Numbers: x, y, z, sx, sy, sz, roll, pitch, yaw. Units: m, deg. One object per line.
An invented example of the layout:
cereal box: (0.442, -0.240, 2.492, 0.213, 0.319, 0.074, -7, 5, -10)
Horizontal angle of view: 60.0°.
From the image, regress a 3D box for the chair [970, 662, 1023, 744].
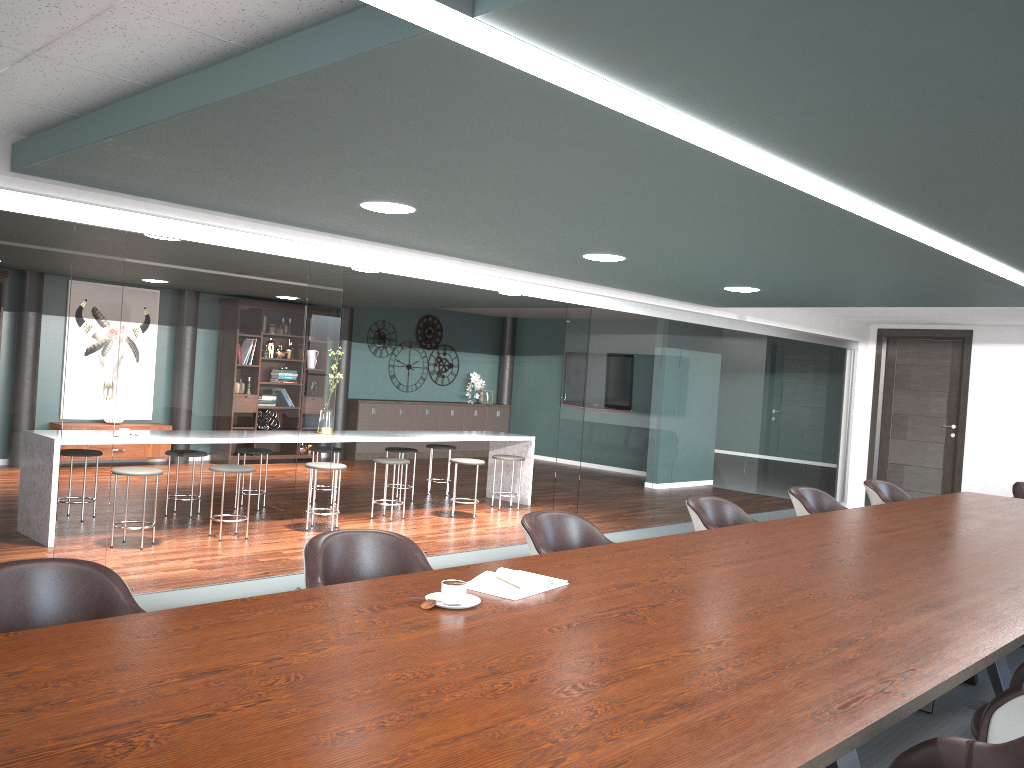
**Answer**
chair: (1.511, 1.017, 2.381, 0.523, 0.761, 0.533, 4, 1, 20)

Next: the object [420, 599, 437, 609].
object: (-0.213, 0.561, 2.262, 0.044, 0.021, 0.041, 4, 1, 36)

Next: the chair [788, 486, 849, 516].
chair: (1.845, 1.008, 5.148, 0.523, 0.761, 0.533, 4, 1, 25)

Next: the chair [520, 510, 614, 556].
chair: (0.265, 0.917, 3.516, 0.535, 0.761, 0.518, 3, 1, -40)

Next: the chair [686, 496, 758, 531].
chair: (1.096, 0.965, 4.381, 0.535, 0.761, 0.518, 3, 1, -40)

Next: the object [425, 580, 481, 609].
object: (-0.154, 0.548, 2.322, 0.146, 0.056, 0.146, 4, 1, -22)

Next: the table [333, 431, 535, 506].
table: (-1.592, 0.774, 7.554, 0.609, 0.699, 4.577, 5, 1, 44)

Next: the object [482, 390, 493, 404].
object: (-0.384, 0.208, 13.875, 0.174, 0.207, 0.042, 4, 1, -27)

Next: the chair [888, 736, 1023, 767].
chair: (0.791, 0.975, 1.630, 0.523, 0.761, 0.533, 4, 1, 25)

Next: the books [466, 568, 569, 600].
books: (0.016, 0.568, 2.568, 0.180, 0.032, 0.285, 4, 1, 34)

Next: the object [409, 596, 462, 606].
object: (-0.199, 0.563, 2.289, 0.155, 0.012, 0.034, 4, 1, 21)

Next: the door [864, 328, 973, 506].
door: (4.624, 0.445, 10.081, 1.038, 2.130, 0.139, 5, 1, 44)

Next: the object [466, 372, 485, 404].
object: (-0.553, 0.056, 13.797, 0.221, 0.495, 0.600, 4, 1, 18)

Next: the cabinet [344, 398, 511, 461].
cabinet: (-4.444, 0.490, 9.828, 0.402, 0.820, 12.287, 5, 1, 44)

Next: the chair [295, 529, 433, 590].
chair: (-0.436, 0.877, 2.786, 0.535, 0.761, 0.518, 4, 1, -26)

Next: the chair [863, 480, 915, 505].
chair: (2.610, 1.052, 5.956, 0.535, 0.761, 0.518, 3, 1, -40)

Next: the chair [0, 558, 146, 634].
chair: (-1.093, 0.839, 2.103, 0.535, 0.761, 0.518, 3, 1, -40)

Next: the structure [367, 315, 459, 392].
structure: (-1.427, -0.460, 13.151, 0.017, 1.178, 1.791, 5, 1, 44)

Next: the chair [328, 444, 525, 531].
chair: (-1.620, 0.866, 7.617, 1.479, 0.512, 4.029, 5, 1, 44)

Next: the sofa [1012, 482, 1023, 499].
sofa: (5.625, 1.271, 6.700, 1.976, 0.728, 4.057, 4, 1, -3)

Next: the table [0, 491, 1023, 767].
table: (1.387, 1.024, 3.430, 1.374, 0.706, 6.694, 5, 1, 44)
